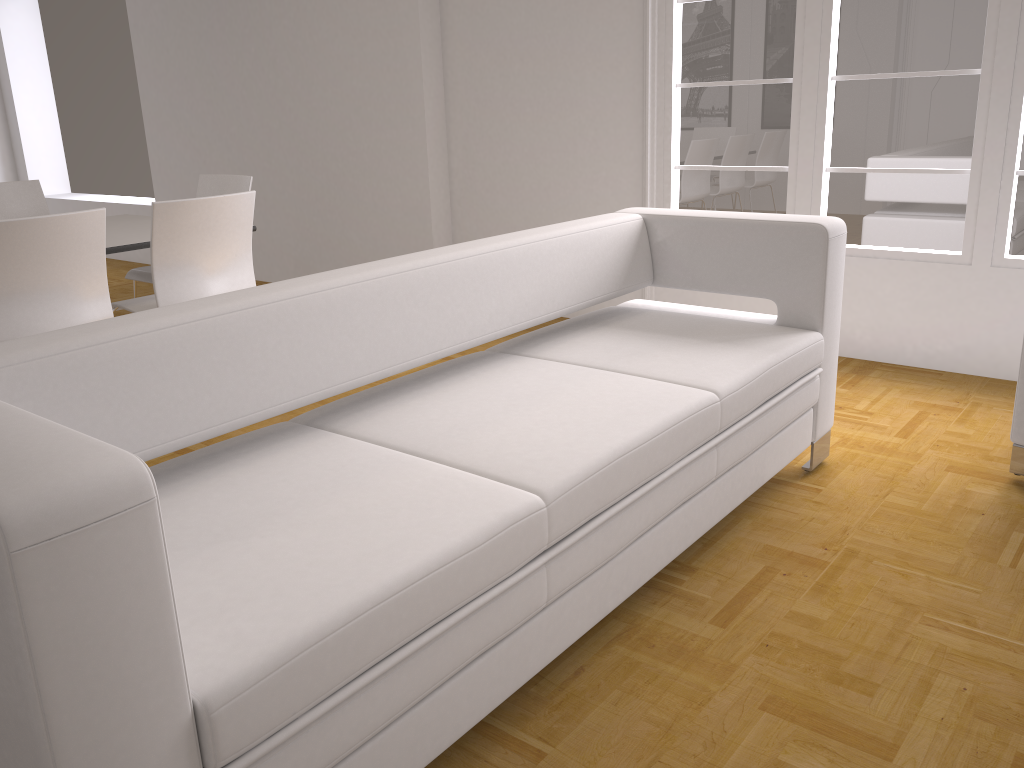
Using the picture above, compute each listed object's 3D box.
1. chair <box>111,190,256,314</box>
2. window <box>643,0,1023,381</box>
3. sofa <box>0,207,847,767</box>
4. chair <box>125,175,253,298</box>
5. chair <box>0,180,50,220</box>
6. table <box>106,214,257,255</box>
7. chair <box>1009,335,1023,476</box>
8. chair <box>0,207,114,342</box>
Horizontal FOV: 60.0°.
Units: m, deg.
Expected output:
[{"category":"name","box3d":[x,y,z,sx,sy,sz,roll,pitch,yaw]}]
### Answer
[{"category":"chair","box3d":[-1.410,-0.358,3.870,0.576,0.926,0.563,11,21,37]},{"category":"window","box3d":[2.041,-1.262,3.667,3.357,2.513,0.196,11,21,37]},{"category":"sofa","box3d":[-0.015,0.129,2.250,0.824,0.844,2.633,11,22,37]},{"category":"chair","box3d":[-1.675,-0.618,4.726,0.562,0.926,0.577,11,21,37]},{"category":"chair","box3d":[-2.620,-0.612,4.822,0.576,0.926,0.563,11,21,37]},{"category":"table","box3d":[-2.445,-0.209,3.856,1.213,0.718,2.420,11,22,37]},{"category":"chair","box3d":[2.243,-0.120,2.620,0.803,0.906,1.099,-16,22,-39]},{"category":"chair","box3d":[-1.821,-0.187,3.378,0.576,0.926,0.563,11,21,37]}]
